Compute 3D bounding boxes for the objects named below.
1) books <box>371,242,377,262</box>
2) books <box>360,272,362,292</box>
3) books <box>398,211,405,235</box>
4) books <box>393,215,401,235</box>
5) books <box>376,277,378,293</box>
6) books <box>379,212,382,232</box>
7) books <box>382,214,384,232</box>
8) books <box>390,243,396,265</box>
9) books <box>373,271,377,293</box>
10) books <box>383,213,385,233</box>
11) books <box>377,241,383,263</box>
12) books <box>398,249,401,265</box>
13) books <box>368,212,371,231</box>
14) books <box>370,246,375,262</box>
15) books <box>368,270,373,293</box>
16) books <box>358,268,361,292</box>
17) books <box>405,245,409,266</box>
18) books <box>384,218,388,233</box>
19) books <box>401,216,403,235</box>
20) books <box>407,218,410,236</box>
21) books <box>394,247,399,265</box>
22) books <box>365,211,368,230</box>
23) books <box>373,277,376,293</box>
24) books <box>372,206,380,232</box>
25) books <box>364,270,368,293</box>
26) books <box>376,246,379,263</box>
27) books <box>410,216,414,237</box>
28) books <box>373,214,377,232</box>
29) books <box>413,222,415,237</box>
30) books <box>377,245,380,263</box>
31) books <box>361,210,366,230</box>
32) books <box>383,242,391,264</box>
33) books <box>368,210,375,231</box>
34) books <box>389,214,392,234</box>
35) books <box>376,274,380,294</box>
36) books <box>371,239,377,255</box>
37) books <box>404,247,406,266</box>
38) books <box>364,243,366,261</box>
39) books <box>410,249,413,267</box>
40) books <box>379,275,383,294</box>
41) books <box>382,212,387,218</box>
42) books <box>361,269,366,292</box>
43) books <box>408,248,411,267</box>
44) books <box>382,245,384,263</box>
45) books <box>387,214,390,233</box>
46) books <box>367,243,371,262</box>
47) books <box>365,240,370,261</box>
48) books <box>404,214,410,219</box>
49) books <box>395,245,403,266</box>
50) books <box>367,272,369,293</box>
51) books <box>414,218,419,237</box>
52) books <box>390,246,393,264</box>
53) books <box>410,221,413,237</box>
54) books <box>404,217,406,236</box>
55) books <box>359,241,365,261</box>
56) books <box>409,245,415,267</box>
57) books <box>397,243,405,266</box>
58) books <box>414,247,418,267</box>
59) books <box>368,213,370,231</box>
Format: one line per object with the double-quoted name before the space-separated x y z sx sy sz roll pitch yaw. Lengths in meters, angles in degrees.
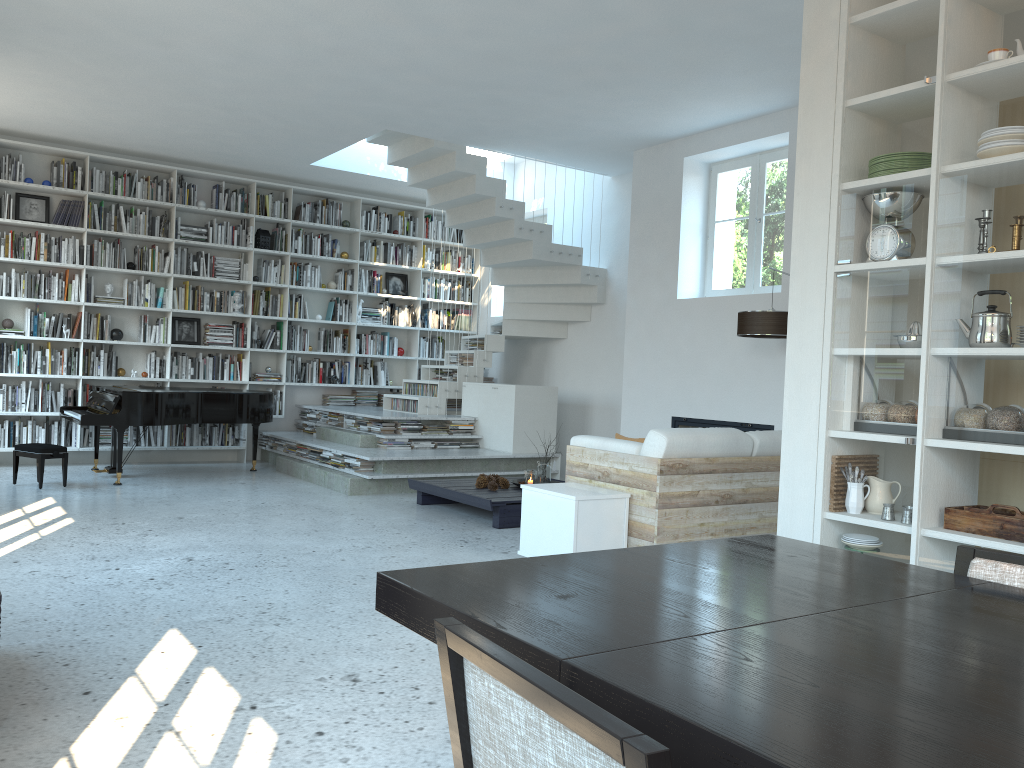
"books" -1.699 -1.586 10.775 0.026 0.261 0.167 2 1 -34
"books" -1.852 -1.218 10.700 0.011 0.248 0.155 2 1 -34
"books" -1.376 -1.971 10.977 0.007 0.321 0.165 2 1 -34
"books" -1.424 -1.941 10.937 0.019 0.256 0.169 2 1 -34
"books" -1.683 -1.195 10.816 0.033 0.213 0.152 2 1 -34
"books" -1.628 -1.951 10.804 0.014 0.262 0.168 2 1 -34
"books" -1.615 -1.938 10.815 0.022 0.236 0.172 2 1 -34
"books" -1.487 -1.589 10.936 0.048 0.283 0.162 2 1 -34
"books" -1.699 -1.231 10.799 0.014 0.285 0.175 2 1 -34
"books" -1.601 -1.946 10.834 0.021 0.254 0.151 2 1 -34
"books" -1.624 -1.597 10.827 0.026 0.288 0.156 2 1 -34
"books" -1.424 -1.554 10.960 0.031 0.217 0.165 2 1 -34
"books" -1.759 -1.950 10.743 0.027 0.249 0.140 2 1 -34
"books" -1.719 -1.560 10.757 0.025 0.207 0.175 2 1 -34
"books" -1.737 -1.234 10.774 0.012 0.287 0.176 2 1 -34
"books" -1.866 -1.245 10.700 0.015 0.301 0.140 2 1 -34
"books" -1.336 -1.578 11.015 0.036 0.272 0.177 2 1 -34
"books" -1.576 -1.919 10.836 0.024 0.202 0.190 2 1 -34
"books" -1.401 -1.938 10.962 0.016 0.252 0.189 2 1 -34
"books" -1.319 -1.926 11.009 0.018 0.235 0.186 2 1 -34
"books" -1.449 -1.566 10.934 0.014 0.240 0.189 2 1 -34
"books" -1.787 -1.947 10.693 0.026 0.242 0.184 2 1 -34
"books" -1.705 -1.192 10.783 0.013 0.207 0.189 2 1 -34
"books" -1.661 -1.988 10.775 0.014 0.332 0.180 2 1 -34
"books" -1.791 -1.235 10.755 0.012 0.285 0.159 2 1 -34
"books" -1.672 -1.567 10.804 0.030 0.224 0.157 2 1 -34
"books" -1.274 -1.947 11.067 0.025 0.279 0.136 2 1 -34
"books" -1.688 -1.938 10.773 0.030 0.231 0.148 2 1 -34
"books" -1.256 -1.912 11.088 0.031 0.211 0.131 2 1 -34
"books" -1.657 -1.572 10.831 0.024 0.236 0.146 2 1 -34
"books" -1.811 -1.953 10.682 0.025 0.250 0.178 2 1 -34
"books" -1.556 -1.582 10.822 0.032 0.265 0.245 2 1 -34
"books" -1.718 -1.963 10.749 0.048 0.278 0.150 2 1 -34
"books" -1.524 -1.945 10.883 0.030 0.257 0.164 2 1 -34
"books" -1.659 -1.214 10.830 0.021 0.253 0.166 2 1 -34
"books" -1.688 -1.603 10.792 0.011 0.296 0.162 2 1 -34
"books" -1.361 -1.567 11.009 0.011 0.249 0.151 2 1 -34
"books" -1.806 -1.578 10.715 0.013 0.237 0.141 2 1 -34
"books" -1.286 -1.557 11.070 0.022 0.234 0.158 2 1 -34
"books" -1.634 -1.208 10.836 0.026 0.244 0.177 2 1 -34
"books" -1.574 -1.958 10.867 0.012 0.279 0.153 2 1 -34
"books" -1.822 -1.238 10.726 0.065 0.289 0.145 2 1 -34
"books" -1.313 -1.562 11.040 0.030 0.241 0.162 2 1 -34
"books" -1.610 -1.572 10.850 0.025 0.238 0.142 2 1 -34
"books" -1.548 -1.945 10.881 0.012 0.254 0.161 2 1 -34
"books" -1.752 -1.583 10.762 0.026 0.251 0.130 2 1 -34
"books" -1.779 -1.600 10.733 0.051 0.282 0.166 2 1 -34
"books" -1.314 -1.958 11.035 0.020 0.299 0.131 2 1 -34
"books" -1.406 -1.577 10.982 0.023 0.264 0.156 2 1 -34
"books" -1.774 -1.226 10.779 0.043 0.269 0.131 2 1 -34
"books" -1.219 -1.937 11.085 0.026 0.263 0.163 2 1 -34
"books" -1.519 -1.564 10.883 0.030 0.230 0.187 2 1 -34
"books" -1.288 -1.913 11.038 0.029 0.210 0.169 2 1 -34
"books" -1.357 -1.935 10.991 0.031 0.249 0.164 2 1 -34
"books" -1.817 -1.587 10.710 0.012 0.254 0.161 2 1 -34
"books" -1.263 -1.581 11.079 0.026 0.284 0.147 2 1 -34
"books" -1.379 -1.591 10.983 0.022 0.294 0.180 2 1 -34
"books" -1.239 -1.571 11.094 0.031 0.265 0.169 2 1 -34
"books" -1.771 -1.941 10.714 0.024 0.231 0.168 2 1 -34
